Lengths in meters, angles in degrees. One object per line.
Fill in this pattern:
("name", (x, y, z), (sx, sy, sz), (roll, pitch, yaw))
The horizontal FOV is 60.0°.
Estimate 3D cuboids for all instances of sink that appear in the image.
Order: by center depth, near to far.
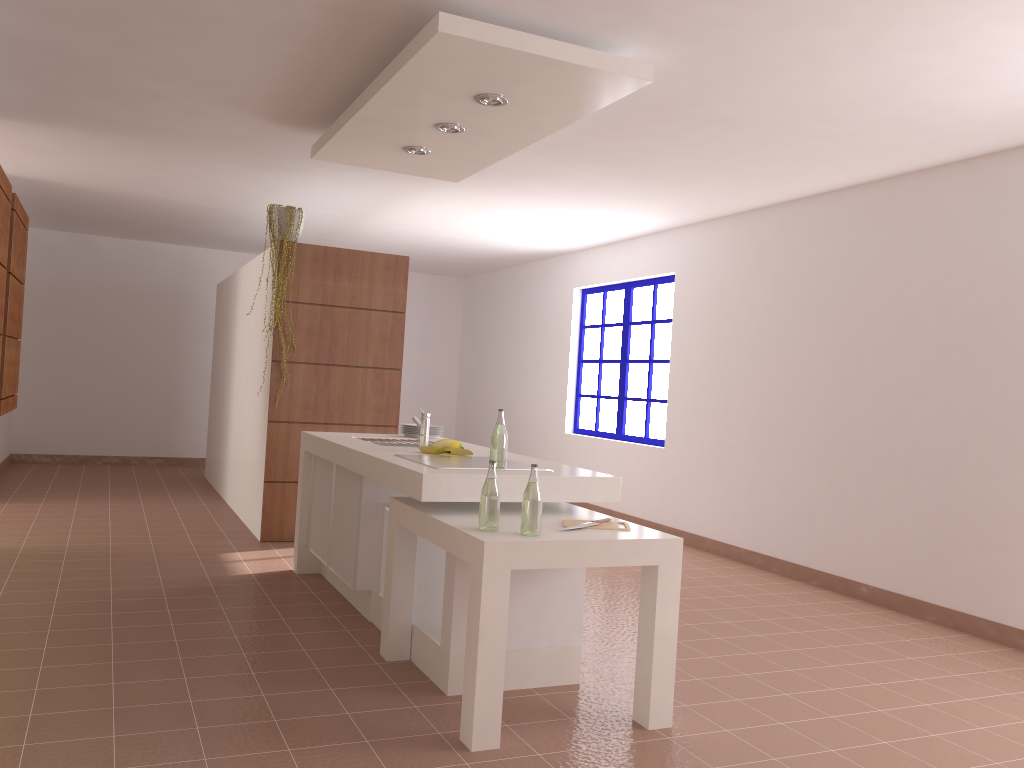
("sink", (-0.566, 0.303, 4.666), (0.404, 0.368, 0.668), (4, 0, -25))

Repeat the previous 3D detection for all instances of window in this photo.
("window", (1.019, -0.205, 8.008), (0.035, 1.430, 1.699), (4, 0, -25))

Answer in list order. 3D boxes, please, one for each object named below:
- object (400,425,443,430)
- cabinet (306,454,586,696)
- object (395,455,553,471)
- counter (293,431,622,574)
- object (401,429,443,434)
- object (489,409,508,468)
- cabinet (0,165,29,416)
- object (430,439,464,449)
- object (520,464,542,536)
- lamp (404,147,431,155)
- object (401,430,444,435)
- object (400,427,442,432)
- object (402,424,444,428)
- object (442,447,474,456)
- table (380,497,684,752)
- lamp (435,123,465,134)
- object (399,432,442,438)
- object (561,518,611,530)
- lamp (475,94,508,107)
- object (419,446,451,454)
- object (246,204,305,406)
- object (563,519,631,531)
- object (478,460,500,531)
("object", (-0.529, 0.261, 5.205), (0.228, 0.020, 0.228), (4, 0, -43))
("cabinet", (-0.391, 0.768, 4.233), (0.737, 0.700, 2.048), (4, 0, -25))
("object", (-0.172, 0.326, 3.686), (0.493, 0.006, 0.551), (4, 0, -25))
("counter", (-0.415, 0.717, 4.282), (0.821, 0.800, 2.156), (4, 0, -25))
("object", (-0.531, 0.282, 5.204), (0.228, 0.020, 0.228), (4, 0, -43))
("object", (-0.049, 0.215, 3.513), (0.071, 0.230, 0.071), (4, 0, -43))
("cabinet", (-2.438, -0.417, 3.276), (0.754, 1.200, 4.718), (4, 0, -25))
("object", (-0.285, 0.279, 4.069), (0.047, 0.055, 0.207), (3, 0, 42))
("object", (0.067, 0.378, 2.900), (0.071, 0.230, 0.071), (4, 0, -43))
("lamp", (-0.505, -1.266, 4.743), (0.143, 0.059, 0.143), (4, 0, 4))
("object", (-0.531, 0.292, 5.204), (0.228, 0.020, 0.228), (4, 0, -43))
("object", (-0.530, 0.272, 5.205), (0.228, 0.020, 0.228), (4, 0, -43))
("object", (-0.529, 0.251, 5.205), (0.228, 0.020, 0.228), (4, 0, -43))
("object", (-0.260, 0.308, 4.056), (0.207, 0.033, 0.060), (3, 0, 20))
("table", (0.022, 0.816, 3.325), (0.737, 0.647, 1.003), (4, 0, -25))
("lamp", (-0.297, -1.255, 4.289), (0.143, 0.059, 0.143), (4, 0, 4))
("object", (-0.532, 0.302, 5.204), (0.228, 0.020, 0.228), (4, 0, -43))
("object", (0.270, 0.498, 3.145), (0.041, 0.008, 0.375), (3, 0, 32))
("lamp", (-0.087, -1.244, 3.829), (0.143, 0.059, 0.143), (4, 0, -41))
("object", (-0.365, 0.301, 4.037), (0.060, 0.033, 0.207), (4, 0, -45))
("object", (-1.558, -0.513, 5.902), (0.279, 1.344, 0.297), (3, 0, 25))
("object", (0.304, 0.507, 3.190), (0.266, 0.006, 0.168), (4, 0, -8))
("object", (-0.071, 0.369, 2.944), (0.071, 0.230, 0.071), (4, 0, -43))
